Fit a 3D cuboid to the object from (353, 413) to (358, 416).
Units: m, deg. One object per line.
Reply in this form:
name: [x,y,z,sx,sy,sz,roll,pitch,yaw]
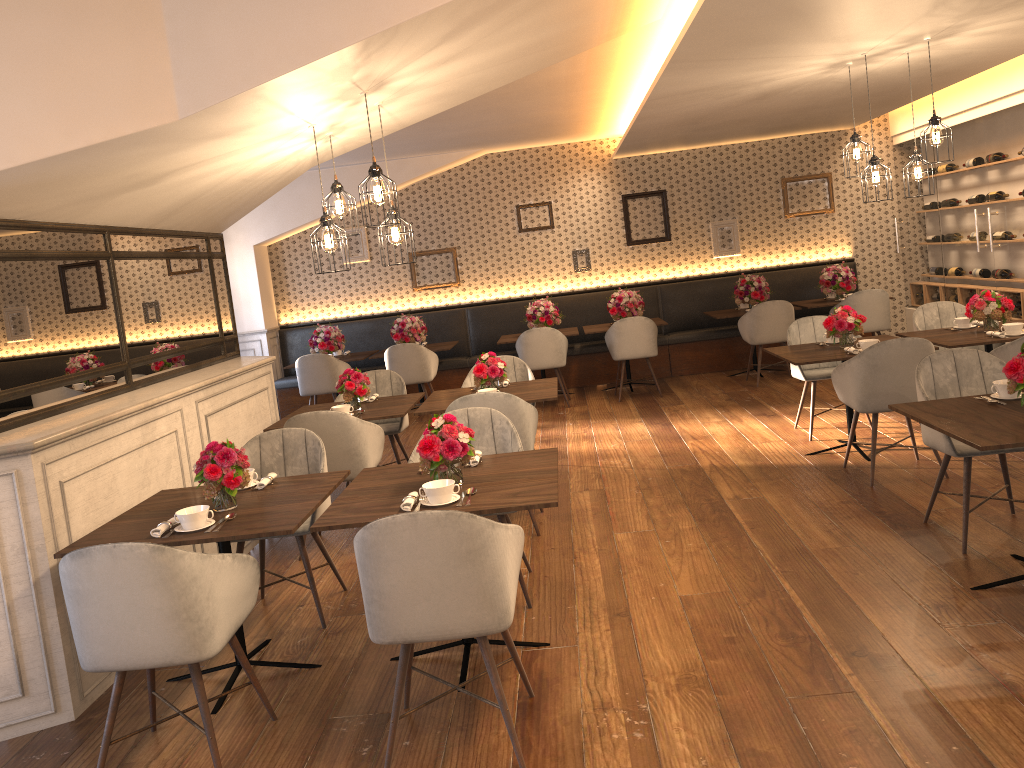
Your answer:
object: [-1.007,0.199,5.694,0.022,0.004,0.212,-6,8,4]

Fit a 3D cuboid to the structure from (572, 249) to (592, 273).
structure: [0.856,-1.510,10.850,0.216,0.276,0.018,-7,5,3]

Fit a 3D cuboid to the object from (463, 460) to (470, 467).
object: [-0.194,0.339,3.898,0.025,0.024,0.194,-6,8,4]

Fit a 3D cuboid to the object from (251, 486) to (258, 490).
object: [-1.131,0.445,3.955,0.025,0.024,0.194,-6,8,4]

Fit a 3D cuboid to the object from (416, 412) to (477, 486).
object: [-0.256,0.254,3.555,0.234,0.300,0.307,-4,7,23]

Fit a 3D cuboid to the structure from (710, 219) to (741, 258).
structure: [2.589,-1.762,10.732,0.340,0.438,0.035,-7,5,3]

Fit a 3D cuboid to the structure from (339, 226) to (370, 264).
structure: [-1.952,-1.721,10.967,0.340,0.438,0.035,-7,5,3]

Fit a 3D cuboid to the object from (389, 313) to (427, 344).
object: [-1.166,-0.594,10.014,0.420,0.423,0.407,-8,6,-8]

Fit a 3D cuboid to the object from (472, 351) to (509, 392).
object: [-0.139,-0.080,5.865,0.234,0.300,0.307,-4,7,23]

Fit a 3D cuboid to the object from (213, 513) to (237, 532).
object: [-1.098,0.526,3.375,0.043,0.015,0.198,-6,8,8]

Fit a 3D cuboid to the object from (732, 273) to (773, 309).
object: [2.650,-1.025,9.784,0.422,0.423,0.405,-13,9,-44]

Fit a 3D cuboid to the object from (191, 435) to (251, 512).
object: [-1.187,0.361,3.600,0.235,0.300,0.306,-9,7,-21]

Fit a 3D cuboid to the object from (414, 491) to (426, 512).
object: [-0.345,0.438,3.319,0.025,0.024,0.194,-6,8,4]

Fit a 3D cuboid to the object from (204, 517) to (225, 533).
object: [-1.124,0.534,3.384,0.022,0.004,0.212,-6,8,4]

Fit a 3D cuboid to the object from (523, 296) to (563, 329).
object: [0.348,-0.777,10.011,0.422,0.423,0.405,-13,8,-42]

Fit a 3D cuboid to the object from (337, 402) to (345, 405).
object: [-1.205,0.137,6.267,0.043,0.015,0.198,-7,8,0]

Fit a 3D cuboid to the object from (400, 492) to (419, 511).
object: [-0.381,0.437,3.311,0.056,0.039,0.177,-6,8,4]

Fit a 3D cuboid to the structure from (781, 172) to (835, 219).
structure: [3.559,-2.265,10.638,0.601,0.483,0.032,-7,5,3]

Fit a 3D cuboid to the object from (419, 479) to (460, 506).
object: [-0.270,0.407,3.303,0.149,0.072,0.148,-11,8,-29]

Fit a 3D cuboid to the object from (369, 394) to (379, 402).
object: [-0.980,0.098,6.272,0.056,0.039,0.177,-6,8,4]

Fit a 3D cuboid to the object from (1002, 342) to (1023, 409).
object: [2.169,-0.049,3.622,0.306,0.300,0.235,-9,6,-19]

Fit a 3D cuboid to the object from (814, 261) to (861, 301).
object: [3.582,-1.132,9.738,0.422,0.423,0.405,-13,8,-42]

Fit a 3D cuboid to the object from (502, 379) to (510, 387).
object: [-0.043,-0.008,6.215,0.056,0.039,0.177,-6,8,4]

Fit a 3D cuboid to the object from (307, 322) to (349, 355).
object: [-2.106,-0.489,10.076,0.422,0.423,0.405,-13,9,-44]

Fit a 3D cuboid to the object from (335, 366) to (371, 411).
object: [-1.070,0.026,5.909,0.235,0.300,0.306,-9,7,-21]

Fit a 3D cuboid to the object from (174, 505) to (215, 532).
object: [-1.207,0.513,3.360,0.149,0.072,0.148,-11,8,-29]

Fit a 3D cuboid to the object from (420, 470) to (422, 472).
object: [-0.385,0.367,3.900,0.043,0.015,0.198,-7,8,0]

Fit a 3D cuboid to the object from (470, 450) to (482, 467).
object: [-0.160,0.327,3.905,0.056,0.039,0.177,-6,8,4]

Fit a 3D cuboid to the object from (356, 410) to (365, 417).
object: [-0.981,0.191,5.685,0.043,0.015,0.198,-6,8,8]

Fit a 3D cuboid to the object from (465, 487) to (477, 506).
object: [-0.161,0.421,3.318,0.043,0.015,0.198,-6,8,8]

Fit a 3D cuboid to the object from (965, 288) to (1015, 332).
object: [3.234,-0.508,6.001,0.304,0.300,0.236,-4,7,25]

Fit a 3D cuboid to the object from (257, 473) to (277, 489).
object: [-1.097,0.433,3.962,0.056,0.039,0.177,-6,8,4]

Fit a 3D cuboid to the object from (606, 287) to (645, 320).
object: [1.267,-0.868,9.855,0.419,0.423,0.408,-6,6,6]

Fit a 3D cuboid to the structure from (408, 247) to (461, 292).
structure: [-0.960,-1.416,10.942,0.601,0.483,0.032,-7,5,3]

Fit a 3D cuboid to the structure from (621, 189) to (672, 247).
structure: [1.635,-2.017,10.765,0.544,0.629,0.035,-7,5,3]

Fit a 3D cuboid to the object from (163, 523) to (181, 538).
object: [-1.283,0.544,3.376,0.025,0.024,0.194,-6,8,4]

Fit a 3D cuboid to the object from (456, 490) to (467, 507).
object: [-0.187,0.429,3.327,0.022,0.004,0.212,-6,8,4]

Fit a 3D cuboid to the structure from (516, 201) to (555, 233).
structure: [0.284,-2.042,10.834,0.448,0.343,0.016,-7,5,3]

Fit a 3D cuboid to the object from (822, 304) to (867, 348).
object: [2.294,-0.407,6.089,0.306,0.300,0.235,-9,6,-19]

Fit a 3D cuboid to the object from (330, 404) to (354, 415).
object: [-1.090,0.177,5.669,0.149,0.072,0.148,-11,8,-29]

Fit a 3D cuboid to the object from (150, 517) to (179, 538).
object: [-1.318,0.542,3.368,0.056,0.039,0.177,-6,8,4]

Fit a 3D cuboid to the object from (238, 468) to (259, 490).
object: [-1.212,0.429,3.968,0.149,0.072,0.148,-11,8,-29]
